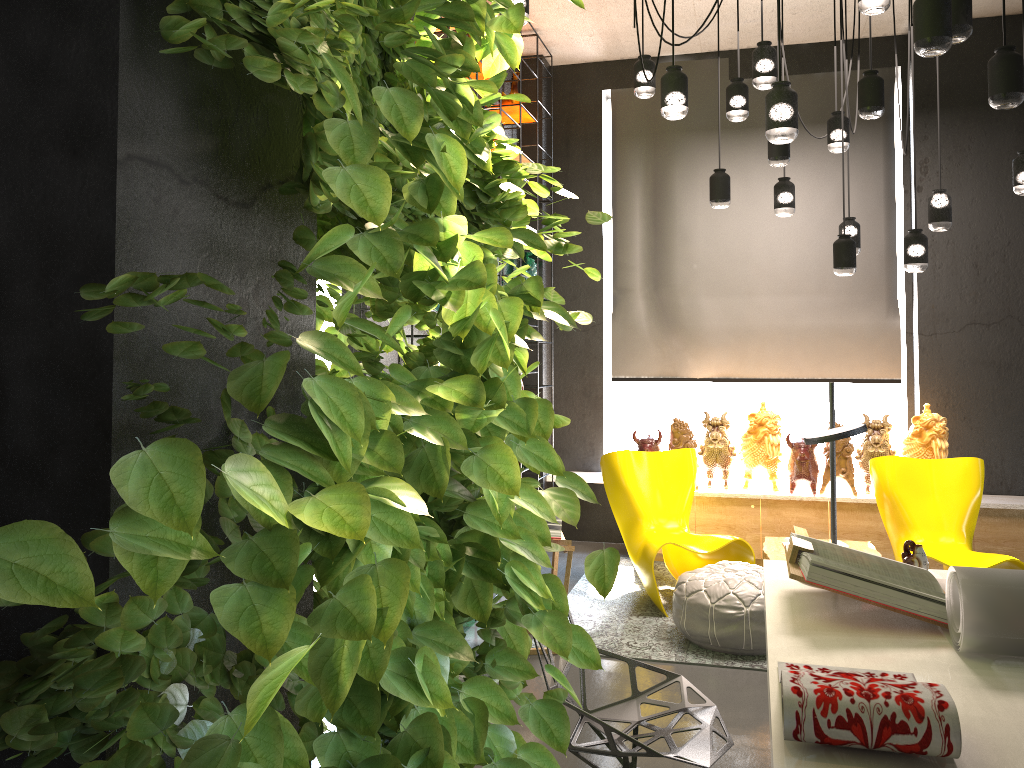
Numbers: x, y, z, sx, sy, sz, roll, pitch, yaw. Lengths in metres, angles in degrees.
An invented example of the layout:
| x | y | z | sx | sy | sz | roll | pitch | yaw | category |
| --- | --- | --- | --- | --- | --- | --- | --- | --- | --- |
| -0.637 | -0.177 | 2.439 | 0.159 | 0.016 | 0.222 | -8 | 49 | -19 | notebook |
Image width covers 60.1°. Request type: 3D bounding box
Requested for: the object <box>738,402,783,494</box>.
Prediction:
| x | y | z | sx | sy | sz | roll | pitch | yaw | category |
| --- | --- | --- | --- | --- | --- | --- | --- | --- | --- |
| 1.801 | 0.449 | 6.387 | 0.307 | 0.656 | 0.468 | -1 | -1 | 20 | object |

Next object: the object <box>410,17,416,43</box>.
| x | y | z | sx | sy | sz | roll | pitch | yaw | category |
| --- | --- | --- | --- | --- | --- | --- | --- | --- | --- |
| -0.493 | -1.735 | 4.426 | 0.116 | 0.359 | 0.198 | -1 | -2 | 15 | object |

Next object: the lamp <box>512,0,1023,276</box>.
| x | y | z | sx | sy | sz | roll | pitch | yaw | category |
| --- | --- | --- | --- | --- | --- | --- | --- | --- | --- |
| 1.691 | -1.722 | 4.026 | 2.674 | 2.278 | 2.842 | 0 | 0 | -31 | lamp |

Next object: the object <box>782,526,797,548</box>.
| x | y | z | sx | sy | sz | roll | pitch | yaw | category |
| --- | --- | --- | --- | --- | --- | --- | --- | --- | --- |
| 1.845 | 0.959 | 5.345 | 0.350 | 0.136 | 0.519 | 0 | 1 | 10 | object |

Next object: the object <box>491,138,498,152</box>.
| x | y | z | sx | sy | sz | roll | pitch | yaw | category |
| --- | --- | --- | --- | --- | --- | --- | --- | --- | --- |
| -0.175 | -1.548 | 5.912 | 0.138 | 0.223 | 0.277 | 1 | -1 | -44 | object |

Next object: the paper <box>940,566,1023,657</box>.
| x | y | z | sx | sy | sz | roll | pitch | yaw | category |
| --- | --- | --- | --- | --- | --- | --- | --- | --- | --- |
| 1.328 | 0.516 | 2.222 | 0.493 | 0.192 | 0.673 | 0 | 1 | 15 | paper |

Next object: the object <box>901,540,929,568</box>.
| x | y | z | sx | sy | sz | roll | pitch | yaw | category |
| --- | --- | --- | --- | --- | --- | --- | --- | --- | --- |
| 1.241 | 0.537 | 2.733 | 0.087 | 0.102 | 0.077 | -1 | -1 | 39 | object |

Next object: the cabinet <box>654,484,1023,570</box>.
| x | y | z | sx | sy | sz | roll | pitch | yaw | category |
| --- | --- | --- | --- | --- | --- | --- | --- | --- | --- |
| 2.240 | 1.040 | 6.284 | 2.729 | 0.531 | 0.404 | 0 | -1 | 15 | cabinet |

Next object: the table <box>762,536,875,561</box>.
| x | y | z | sx | sy | sz | roll | pitch | yaw | category |
| --- | --- | --- | --- | --- | --- | --- | --- | --- | --- |
| 1.886 | 1.180 | 5.382 | 0.694 | 0.309 | 0.828 | 0 | 1 | 15 | table |

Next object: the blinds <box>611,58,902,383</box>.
| x | y | z | sx | sy | sz | roll | pitch | yaw | category |
| --- | --- | --- | --- | --- | --- | --- | --- | --- | --- |
| -0.800 | -0.947 | 7.192 | 12.709 | 3.317 | 3.520 | 1 | 0 | 36 | blinds |

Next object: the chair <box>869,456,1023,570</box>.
| x | y | z | sx | sy | sz | roll | pitch | yaw | category |
| --- | --- | --- | --- | --- | --- | --- | --- | --- | --- |
| 2.521 | 0.892 | 5.224 | 0.658 | 0.898 | 1.068 | 0 | 0 | 10 | chair |

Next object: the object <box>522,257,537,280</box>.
| x | y | z | sx | sy | sz | roll | pitch | yaw | category |
| --- | --- | --- | --- | --- | --- | --- | --- | --- | --- |
| 0.129 | -0.831 | 6.813 | 0.152 | 0.333 | 0.289 | 0 | -1 | 8 | object |

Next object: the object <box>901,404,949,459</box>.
| x | y | z | sx | sy | sz | roll | pitch | yaw | category |
| --- | --- | --- | --- | --- | --- | --- | --- | --- | --- |
| 2.835 | 0.458 | 6.105 | 0.307 | 0.656 | 0.468 | -1 | -1 | 20 | object |

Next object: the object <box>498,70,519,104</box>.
| x | y | z | sx | sy | sz | roll | pitch | yaw | category |
| --- | --- | --- | --- | --- | --- | --- | --- | --- | --- |
| -0.028 | -2.094 | 6.361 | 0.097 | 0.291 | 0.290 | 1 | -1 | -36 | object |

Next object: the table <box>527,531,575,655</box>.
| x | y | z | sx | sy | sz | roll | pitch | yaw | category |
| --- | --- | --- | --- | --- | --- | --- | --- | --- | --- |
| 0.117 | 1.046 | 4.622 | 0.496 | 0.620 | 0.733 | 0 | 0 | 16 | table |

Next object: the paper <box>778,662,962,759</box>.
| x | y | z | sx | sy | sz | roll | pitch | yaw | category |
| --- | --- | --- | --- | --- | --- | --- | --- | --- | --- |
| 0.659 | 0.578 | 1.695 | 0.276 | 0.099 | 0.457 | 0 | 2 | 15 | paper |

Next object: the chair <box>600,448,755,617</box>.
| x | y | z | sx | sy | sz | roll | pitch | yaw | category |
| --- | --- | --- | --- | --- | --- | --- | --- | --- | --- |
| 0.981 | 0.879 | 5.652 | 0.658 | 0.898 | 1.068 | 0 | 0 | -15 | chair |

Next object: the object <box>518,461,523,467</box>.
| x | y | z | sx | sy | sz | roll | pitch | yaw | category |
| --- | --- | --- | --- | --- | --- | --- | --- | --- | --- |
| -0.011 | 0.501 | 6.289 | 0.210 | 0.169 | 0.105 | 0 | -1 | 15 | object |

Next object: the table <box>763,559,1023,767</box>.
| x | y | z | sx | sy | sz | roll | pitch | yaw | category |
| --- | --- | --- | --- | --- | --- | --- | --- | --- | --- |
| 0.940 | 0.697 | 1.444 | 0.987 | 0.120 | 2.902 | 0 | 2 | 15 | table |

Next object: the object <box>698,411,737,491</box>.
| x | y | z | sx | sy | sz | roll | pitch | yaw | category |
| --- | --- | --- | --- | --- | --- | --- | --- | --- | --- |
| 1.496 | 0.482 | 6.481 | 0.271 | 0.581 | 0.429 | 0 | -1 | 8 | object |

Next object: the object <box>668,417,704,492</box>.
| x | y | z | sx | sy | sz | roll | pitch | yaw | category |
| --- | --- | --- | --- | --- | --- | --- | --- | --- | --- |
| 1.292 | 0.507 | 6.567 | 0.249 | 0.547 | 0.474 | -1 | -1 | 23 | object |

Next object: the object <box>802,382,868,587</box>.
| x | y | z | sx | sy | sz | roll | pitch | yaw | category |
| --- | --- | --- | --- | --- | --- | --- | --- | --- | --- |
| 0.992 | 0.298 | 2.707 | 0.239 | 0.603 | 0.239 | -2 | -2 | 42 | object |

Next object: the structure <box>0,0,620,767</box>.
| x | y | z | sx | sy | sz | roll | pitch | yaw | category |
| --- | --- | --- | --- | --- | --- | --- | --- | --- | --- |
| -0.852 | 0.019 | 1.670 | 2.358 | 5.469 | 1.555 | -1 | -2 | 29 | structure |

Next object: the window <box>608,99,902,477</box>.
| x | y | z | sx | sy | sz | roll | pitch | yaw | category |
| --- | --- | --- | --- | --- | --- | --- | --- | --- | --- |
| 1.927 | -0.854 | 7.231 | 2.308 | 3.176 | 0.051 | 0 | -2 | 15 | window |

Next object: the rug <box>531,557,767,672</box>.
| x | y | z | sx | sy | sz | roll | pitch | yaw | category |
| --- | --- | --- | --- | --- | --- | --- | --- | --- | --- |
| 2.093 | 1.339 | 5.100 | 3.595 | 0.010 | 2.188 | 0 | 2 | 15 | rug |

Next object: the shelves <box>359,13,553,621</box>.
| x | y | z | sx | sy | sz | roll | pitch | yaw | category |
| --- | --- | --- | --- | --- | --- | --- | --- | --- | --- |
| -0.199 | -0.632 | 5.606 | 0.274 | 3.917 | 2.988 | -1 | -1 | 15 | shelves |

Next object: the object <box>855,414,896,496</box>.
| x | y | z | sx | sy | sz | roll | pitch | yaw | category |
| --- | --- | --- | --- | --- | --- | --- | --- | --- | --- |
| 2.529 | 0.491 | 6.199 | 0.271 | 0.581 | 0.429 | 0 | -1 | 8 | object |

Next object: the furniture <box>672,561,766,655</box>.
| x | y | z | sx | sy | sz | roll | pitch | yaw | category |
| --- | --- | --- | --- | --- | --- | --- | --- | --- | --- |
| 1.195 | 1.159 | 4.676 | 0.679 | 0.383 | 0.678 | 0 | 1 | 15 | furniture |

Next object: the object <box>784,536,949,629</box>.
| x | y | z | sx | sy | sz | roll | pitch | yaw | category |
| --- | --- | --- | --- | --- | --- | --- | --- | --- | --- |
| 0.970 | 0.523 | 2.400 | 0.429 | 0.174 | 0.374 | 0 | 1 | 15 | object |

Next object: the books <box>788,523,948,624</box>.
| x | y | z | sx | sy | sz | roll | pitch | yaw | category |
| --- | --- | --- | --- | --- | --- | --- | --- | --- | --- |
| 0.980 | 0.511 | 2.414 | 0.395 | 0.169 | 0.485 | 0 | 1 | 12 | books |

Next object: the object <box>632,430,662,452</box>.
| x | y | z | sx | sy | sz | roll | pitch | yaw | category |
| --- | --- | --- | --- | --- | --- | --- | --- | --- | --- |
| 1.042 | 0.546 | 6.584 | 0.219 | 0.442 | 0.462 | -1 | 0 | 20 | object |

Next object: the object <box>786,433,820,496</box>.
| x | y | z | sx | sy | sz | roll | pitch | yaw | category |
| --- | --- | --- | --- | --- | --- | --- | --- | --- | --- |
| 2.076 | 0.554 | 6.302 | 0.219 | 0.442 | 0.462 | -1 | 0 | 20 | object |

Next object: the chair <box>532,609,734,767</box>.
| x | y | z | sx | sy | sz | roll | pitch | yaw | category |
| --- | --- | --- | --- | --- | --- | --- | --- | --- | --- |
| 0.326 | 1.002 | 2.539 | 0.604 | 0.803 | 0.564 | 0 | -1 | 28 | chair |

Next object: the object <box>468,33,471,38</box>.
| x | y | z | sx | sy | sz | roll | pitch | yaw | category |
| --- | --- | --- | --- | --- | --- | --- | --- | --- | --- |
| -0.255 | -2.101 | 5.431 | 0.116 | 0.359 | 0.198 | 1 | -2 | -15 | object |

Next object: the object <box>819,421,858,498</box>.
| x | y | z | sx | sy | sz | roll | pitch | yaw | category |
| --- | --- | --- | --- | --- | --- | --- | --- | --- | --- |
| 2.325 | 0.515 | 6.285 | 0.249 | 0.547 | 0.474 | -1 | -1 | 23 | object |

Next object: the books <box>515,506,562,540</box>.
| x | y | z | sx | sy | sz | roll | pitch | yaw | category |
| --- | --- | --- | --- | --- | --- | --- | --- | --- | --- |
| 0.058 | 0.702 | 4.587 | 0.400 | 0.233 | 0.481 | 0 | 1 | 2 | books |
